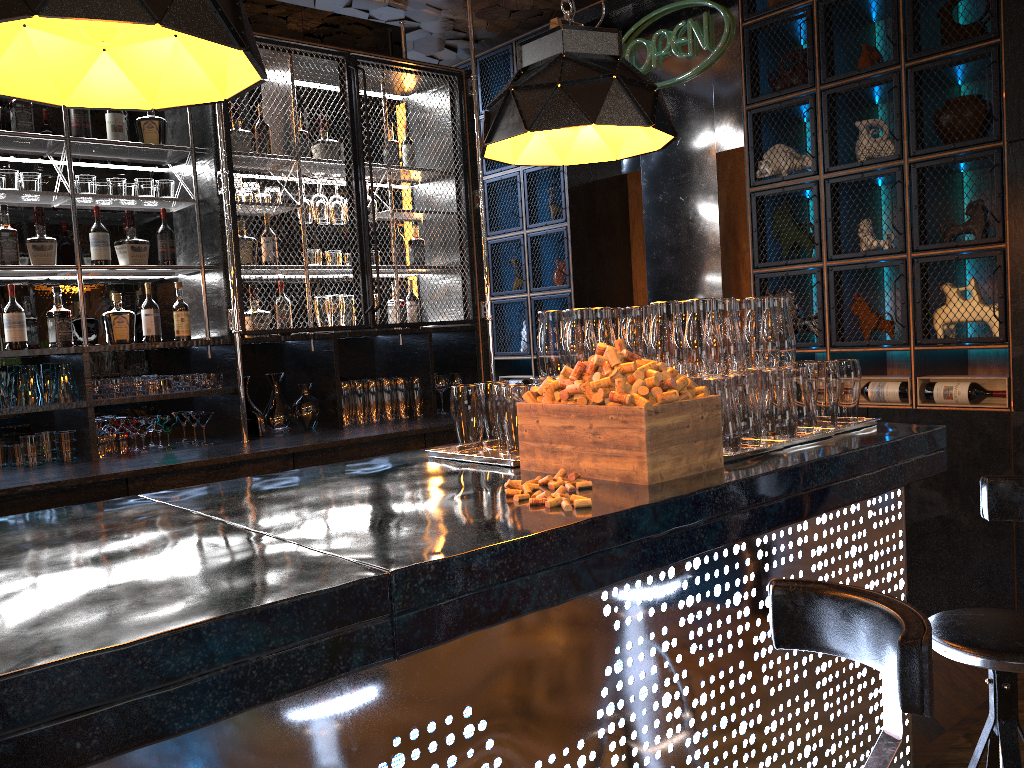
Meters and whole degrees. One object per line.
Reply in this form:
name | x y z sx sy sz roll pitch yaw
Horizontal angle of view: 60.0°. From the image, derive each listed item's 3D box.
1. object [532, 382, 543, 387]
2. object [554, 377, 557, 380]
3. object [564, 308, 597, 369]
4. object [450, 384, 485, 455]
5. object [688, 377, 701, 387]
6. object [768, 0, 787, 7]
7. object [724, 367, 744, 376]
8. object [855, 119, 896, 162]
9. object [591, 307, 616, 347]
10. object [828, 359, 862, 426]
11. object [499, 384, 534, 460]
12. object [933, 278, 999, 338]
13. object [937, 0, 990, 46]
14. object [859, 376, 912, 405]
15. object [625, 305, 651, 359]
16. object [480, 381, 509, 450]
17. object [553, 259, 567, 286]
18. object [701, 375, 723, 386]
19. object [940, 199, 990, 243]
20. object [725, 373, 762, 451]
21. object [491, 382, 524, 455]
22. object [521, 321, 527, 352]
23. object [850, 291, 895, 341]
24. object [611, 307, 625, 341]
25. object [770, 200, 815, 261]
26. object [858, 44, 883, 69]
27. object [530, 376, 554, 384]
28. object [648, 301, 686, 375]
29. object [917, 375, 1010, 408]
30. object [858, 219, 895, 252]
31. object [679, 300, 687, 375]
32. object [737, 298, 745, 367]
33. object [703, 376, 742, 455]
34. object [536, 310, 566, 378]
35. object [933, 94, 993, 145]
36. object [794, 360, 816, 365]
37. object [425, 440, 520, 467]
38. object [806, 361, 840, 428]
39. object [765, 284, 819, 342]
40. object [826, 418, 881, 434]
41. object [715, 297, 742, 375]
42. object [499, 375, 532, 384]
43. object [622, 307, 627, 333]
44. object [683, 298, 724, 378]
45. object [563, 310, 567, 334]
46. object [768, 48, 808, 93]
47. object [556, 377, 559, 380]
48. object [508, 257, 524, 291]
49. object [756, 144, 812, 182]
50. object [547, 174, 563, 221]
object | 0.110 0.100 2.566 0.105 0.209 0.105 -2 4 24
object | 0.184 0.071 2.931 0.105 0.209 0.105 -4 4 -16
object | 0.209 -0.127 2.708 0.105 0.209 0.105 -4 4 -16
object | -0.131 0.108 2.676 0.105 0.209 0.105 -4 4 -16
object | 0.482 0.084 2.426 0.105 0.209 0.105 -4 4 -16
object | 1.467 -2.050 4.636 0.253 0.249 0.126 -2 4 19
object | 0.693 0.049 2.790 0.105 0.209 0.105 -4 4 -16
object | 1.826 -1.184 4.369 0.253 0.249 0.126 -2 4 19
object | 0.275 -0.134 2.770 0.105 0.209 0.105 -4 4 -16
object | 1.054 0.027 2.813 0.105 0.209 0.105 -2 4 24
object | 0.021 0.109 2.505 0.105 0.209 0.105 -2 4 24
object | 2.129 -0.341 4.090 0.164 0.303 0.341 -6 4 -35
object | 2.050 -1.636 4.014 0.114 0.290 0.249 -6 5 -40
object | 1.794 0.029 4.375 0.122 0.132 0.396 -6 5 -40
object | 0.417 -0.151 2.898 0.105 0.209 0.105 -4 4 -16
object | -0.049 0.098 2.757 0.105 0.209 0.105 -4 4 -16
object | 0.417 -0.753 6.121 0.278 0.222 0.138 -4 4 -11
object | 0.559 0.074 2.502 0.105 0.209 0.105 -4 4 -16
object | 2.086 -0.732 4.090 0.212 0.220 0.119 -1 4 33
object | 0.623 0.076 2.413 0.105 0.209 0.105 -4 4 -16
object | -0.005 0.103 2.626 0.105 0.209 0.105 -4 4 -16
object | 0.149 -0.341 6.482 0.126 0.249 0.253 -2 4 24
object | 1.795 -0.328 4.413 0.208 0.280 0.131 -1 4 31
object | 0.334 -0.151 2.980 0.105 0.209 0.105 -4 4 -16
object | 1.518 -0.812 4.728 0.167 0.356 0.255 -6 4 -36
object | 1.778 -1.579 4.372 0.210 0.168 0.105 -7 5 -41
object | 0.102 0.081 2.847 0.105 0.209 0.105 -4 4 -16
object | 0.428 -0.125 2.459 0.105 0.209 0.105 -4 4 -16
object | 2.075 0.031 4.047 0.123 0.132 0.396 -6 5 -39
object | 1.818 -0.728 4.426 0.096 0.210 0.183 -6 4 -38
object | 0.509 -0.134 2.536 0.105 0.209 0.105 -4 4 -16
object | 0.717 -0.158 2.726 0.105 0.209 0.105 -4 4 -16
object | 0.547 0.086 2.331 0.105 0.209 0.105 -4 4 -16
object | 0.126 -0.127 2.790 0.105 0.209 0.105 -4 4 -16
object | 2.068 -1.180 4.049 0.265 0.239 0.266 -2 4 28
object | 0.939 0.031 2.872 0.105 0.209 0.105 -4 4 -16
object | -0.023 0.200 2.617 0.273 0.019 0.437 -6 5 -40
object | 0.964 0.036 2.751 0.105 0.209 0.105 -2 4 24
object | 1.538 -0.371 4.755 0.175 0.351 0.369 -6 4 -36
object | 0.921 0.128 2.864 0.273 0.019 0.437 -6 5 -40
object | 0.577 -0.132 2.439 0.105 0.209 0.105 -4 4 -16
object | 0.085 0.008 6.389 0.123 0.132 0.396 -6 5 -40
object | 0.415 -0.161 3.057 0.105 0.209 0.105 -4 4 -16
object | 0.511 -0.125 2.376 0.105 0.209 0.105 -4 4 -16
object | 0.208 -0.136 2.867 0.105 0.209 0.105 -4 4 -16
object | 1.464 -1.618 4.674 0.126 0.249 0.253 -6 5 -41
object | 0.180 0.082 2.757 0.105 0.209 0.105 -4 4 -16
object | 0.120 -0.788 6.416 0.290 0.290 0.097 -4 4 -2
object | 1.501 -1.170 4.695 0.403 0.221 0.192 -2 4 19
object | 0.334 -1.251 6.066 0.198 0.358 0.116 -2 4 19
